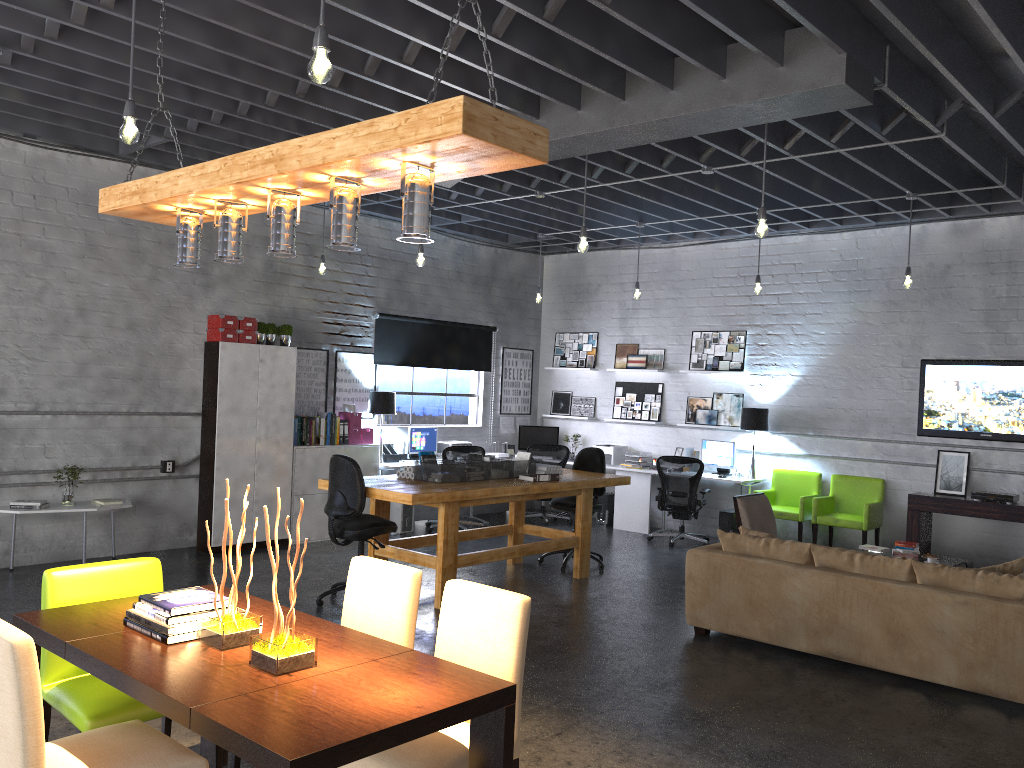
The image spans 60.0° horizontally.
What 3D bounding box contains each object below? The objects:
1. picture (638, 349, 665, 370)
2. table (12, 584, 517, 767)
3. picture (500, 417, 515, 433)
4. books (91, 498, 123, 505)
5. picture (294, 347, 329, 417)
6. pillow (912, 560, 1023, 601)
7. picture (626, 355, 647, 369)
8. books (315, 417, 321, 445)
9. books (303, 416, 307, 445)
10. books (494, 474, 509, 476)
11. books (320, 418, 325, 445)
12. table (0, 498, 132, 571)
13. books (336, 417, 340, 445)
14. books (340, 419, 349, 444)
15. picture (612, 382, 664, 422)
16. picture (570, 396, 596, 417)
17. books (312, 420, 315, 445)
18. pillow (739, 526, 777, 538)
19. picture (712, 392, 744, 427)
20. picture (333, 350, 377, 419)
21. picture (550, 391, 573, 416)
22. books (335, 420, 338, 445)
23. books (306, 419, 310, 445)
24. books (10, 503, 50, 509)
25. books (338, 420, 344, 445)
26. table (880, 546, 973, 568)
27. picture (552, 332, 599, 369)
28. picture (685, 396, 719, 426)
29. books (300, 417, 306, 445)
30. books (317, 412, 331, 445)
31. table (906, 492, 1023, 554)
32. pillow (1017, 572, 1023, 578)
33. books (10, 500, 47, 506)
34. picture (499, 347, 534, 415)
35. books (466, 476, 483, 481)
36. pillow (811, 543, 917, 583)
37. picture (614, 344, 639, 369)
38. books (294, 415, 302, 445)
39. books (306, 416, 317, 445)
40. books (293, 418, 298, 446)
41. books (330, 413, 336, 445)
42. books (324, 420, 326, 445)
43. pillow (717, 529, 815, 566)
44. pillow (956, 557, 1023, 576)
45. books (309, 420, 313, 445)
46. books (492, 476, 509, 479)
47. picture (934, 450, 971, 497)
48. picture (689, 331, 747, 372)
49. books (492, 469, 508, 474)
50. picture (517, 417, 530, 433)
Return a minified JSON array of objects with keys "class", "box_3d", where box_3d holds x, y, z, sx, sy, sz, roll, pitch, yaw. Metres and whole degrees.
[{"class":"picture","box_3d":[1.811,-0.321,11.581,0.409,0.277,0.036,3,1,41]},{"class":"table","box_3d":[-0.959,1.305,3.105,1.799,0.780,0.854,2,0,41]},{"class":"picture","box_3d":[-0.061,0.574,12.349,0.036,0.221,0.289,3,0,41]},{"class":"books","box_3d":[-3.649,1.060,7.993,0.248,0.021,0.177,2,0,41]},{"class":"picture","box_3d":[-2.284,-0.008,9.793,0.020,0.780,0.607,3,1,41]},{"class":"pillow","box_3d":[2.822,1.304,5.405,0.663,0.386,0.308,2,0,43]},{"class":"picture","box_3d":[1.644,-0.287,11.705,0.311,0.196,0.029,2,1,41]},{"class":"books","box_3d":[-2.140,0.506,9.576,0.170,0.293,0.057,3,1,41]},{"class":"books","box_3d":[-2.261,0.495,9.465,0.182,0.302,0.034,3,1,41]},{"class":"books","box_3d":[-0.174,0.794,7.861,0.248,0.021,0.177,2,0,41]},{"class":"books","box_3d":[-2.104,0.511,9.613,0.174,0.286,0.045,3,1,41]},{"class":"table","box_3d":[-3.873,1.325,7.688,0.517,0.532,1.336,3,0,41]},{"class":"books","box_3d":[-1.961,0.512,9.768,0.159,0.298,0.026,3,1,41]},{"class":"books","box_3d":[-1.912,0.530,9.874,0.220,0.271,0.082,3,1,41]},{"class":"picture","box_3d":[1.654,0.228,11.697,0.749,0.503,0.058,3,1,41]},{"class":"picture","box_3d":[0.982,0.315,12.290,0.409,0.277,0.036,3,1,41]},{"class":"books","box_3d":[-2.180,0.517,9.521,0.161,0.266,0.027,3,1,41]},{"class":"pillow","box_3d":[1.865,1.267,6.536,0.319,0.403,0.523,2,0,-29]},{"class":"picture","box_3d":[2.632,0.314,10.846,0.409,0.408,0.047,3,1,41]},{"class":"picture","box_3d":[-1.822,0.014,10.320,0.020,0.780,0.607,3,1,41]},{"class":"picture","box_3d":[0.697,0.271,12.545,0.355,0.343,0.042,3,1,41]},{"class":"books","box_3d":[-1.982,0.527,9.751,0.161,0.266,0.026,3,1,41]},{"class":"books","box_3d":[-2.227,0.510,9.483,0.167,0.275,0.037,3,1,41]},{"class":"books","box_3d":[-4.093,1.033,7.534,0.250,0.031,0.185,3,0,-7]},{"class":"books","box_3d":[-1.952,0.530,9.829,0.060,0.267,0.219,2,1,-44]},{"class":"table","box_3d":[3.711,1.776,8.301,0.872,0.300,0.873,2,0,45]},{"class":"picture","box_3d":[0.881,-0.471,12.393,0.749,0.503,0.058,3,1,41]},{"class":"picture","box_3d":[2.372,0.335,11.061,0.451,0.345,0.054,3,1,41]},{"class":"books","box_3d":[-2.266,0.495,9.424,0.182,0.302,0.034,3,1,41]},{"class":"books","box_3d":[-2.056,0.483,9.674,0.176,0.346,0.053,3,1,41]},{"class":"table","box_3d":[4.698,1.561,8.767,1.409,0.820,0.404,2,0,41]},{"class":"pillow","box_3d":[3.210,1.341,5.545,0.238,0.375,0.749,3,0,41]},{"class":"books","box_3d":[-4.099,1.006,7.526,0.234,0.022,0.185,3,0,-11]},{"class":"picture","box_3d":[0.070,-0.034,12.473,0.020,0.935,0.658,3,1,41]},{"class":"books","box_3d":[-0.395,0.799,7.601,0.250,0.031,0.185,2,0,38]},{"class":"pillow","box_3d":[2.337,1.285,5.840,0.666,0.402,0.291,2,0,41]},{"class":"picture","box_3d":[1.525,-0.365,11.836,0.355,0.343,0.042,3,1,41]},{"class":"books","box_3d":[-2.314,0.489,9.403,0.180,0.310,0.060,3,1,41]},{"class":"books","box_3d":[-2.168,0.502,9.546,0.159,0.298,0.026,3,1,41]},{"class":"books","box_3d":[-2.331,0.500,9.348,0.174,0.286,0.045,3,1,41]},{"class":"books","box_3d":[-2.019,0.489,9.722,0.197,0.339,0.065,3,1,41]},{"class":"books","box_3d":[-2.085,0.522,9.643,0.161,0.266,0.027,3,1,41]},{"class":"pillow","box_3d":[1.829,1.265,6.286,0.704,0.402,0.291,2,0,41]},{"class":"pillow","box_3d":[3.024,1.290,5.661,0.550,0.423,0.243,2,0,-8]},{"class":"books","box_3d":[-2.199,0.516,9.502,0.161,0.266,0.026,3,1,41]},{"class":"books","box_3d":[-0.175,0.814,7.862,0.248,0.021,0.177,2,0,42]},{"class":"picture","box_3d":[4.531,0.917,9.129,0.308,0.457,0.092,3,1,41]},{"class":"picture","box_3d":[2.533,-0.406,10.944,0.749,0.503,0.058,3,1,41]},{"class":"books","box_3d":[-0.173,0.774,7.861,0.248,0.021,0.177,2,0,41]},{"class":"picture","box_3d":[0.169,0.585,12.611,0.036,0.221,0.289,3,0,41]}]
